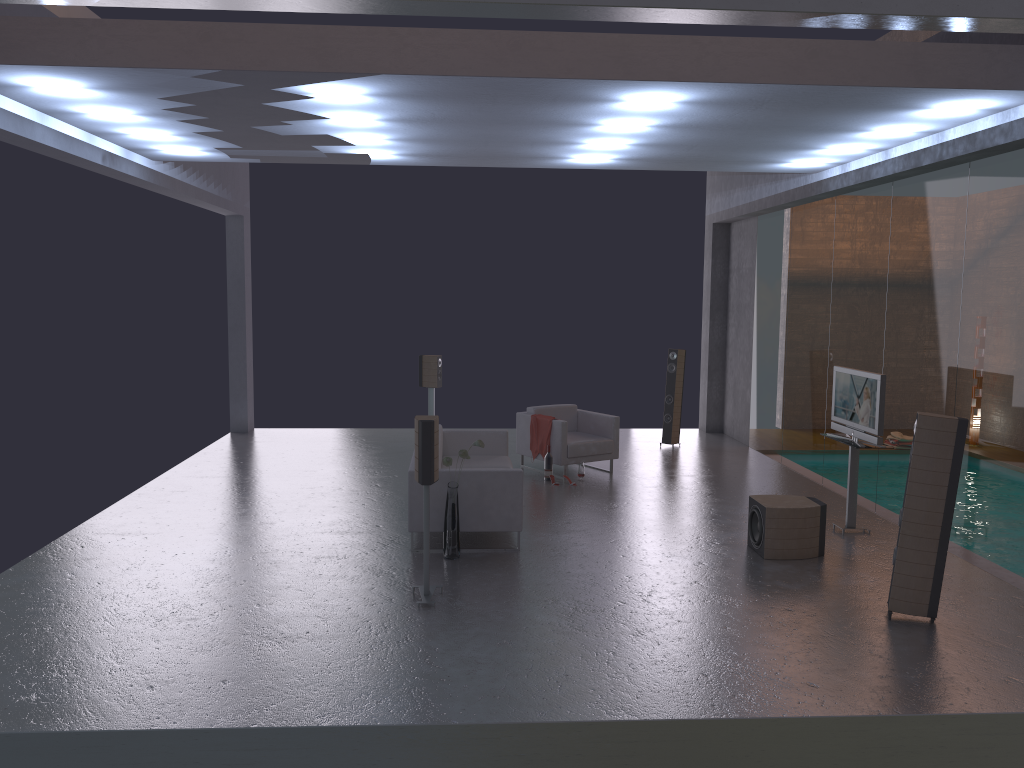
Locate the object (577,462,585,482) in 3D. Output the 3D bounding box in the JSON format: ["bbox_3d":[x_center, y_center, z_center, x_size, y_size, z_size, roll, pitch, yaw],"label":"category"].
[{"bbox_3d":[0.847,1.070,10.847,0.091,0.233,0.091,3,6,24],"label":"object"}]

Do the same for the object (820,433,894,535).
[{"bbox_3d":[3.298,0.962,8.568,0.360,0.958,0.818,0,6,-4],"label":"object"}]

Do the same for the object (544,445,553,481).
[{"bbox_3d":[0.450,0.963,10.849,0.109,0.435,0.109,3,6,23],"label":"object"}]

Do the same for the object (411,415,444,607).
[{"bbox_3d":[-0.640,0.926,6.526,0.243,1.363,0.333,1,6,2],"label":"object"}]

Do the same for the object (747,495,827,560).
[{"bbox_3d":[2.457,1.271,7.922,0.604,0.459,0.514,0,6,-4],"label":"object"}]

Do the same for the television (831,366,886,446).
[{"bbox_3d":[3.303,0.187,8.492,0.054,0.644,1.000,0,6,-4],"label":"television"}]

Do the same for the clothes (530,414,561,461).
[{"bbox_3d":[0.445,0.701,11.262,0.254,0.604,0.574,-3,7,-34],"label":"clothes"}]

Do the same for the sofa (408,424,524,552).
[{"bbox_3d":[-0.465,0.958,8.911,1.026,0.824,2.353,0,6,-4],"label":"sofa"}]

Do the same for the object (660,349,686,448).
[{"bbox_3d":[2.462,0.204,13.368,0.244,1.473,0.444,6,8,41],"label":"object"}]

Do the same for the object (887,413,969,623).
[{"bbox_3d":[2.913,0.940,6.228,0.444,1.469,0.244,3,6,21],"label":"object"}]

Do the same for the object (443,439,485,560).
[{"bbox_3d":[-0.488,0.992,7.435,0.387,1.051,0.400,5,7,34],"label":"object"}]

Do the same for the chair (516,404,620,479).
[{"bbox_3d":[0.722,0.713,11.529,0.936,0.808,1.026,-3,7,-33],"label":"chair"}]

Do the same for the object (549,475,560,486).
[{"bbox_3d":[0.505,1.159,10.658,0.079,0.087,0.235,-2,6,-26],"label":"object"}]

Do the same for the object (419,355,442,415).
[{"bbox_3d":[-1.194,0.260,12.982,0.333,1.363,0.243,4,7,27],"label":"object"}]

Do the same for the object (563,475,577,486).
[{"bbox_3d":[0.701,1.160,10.662,0.079,0.087,0.235,-4,7,-36],"label":"object"}]
